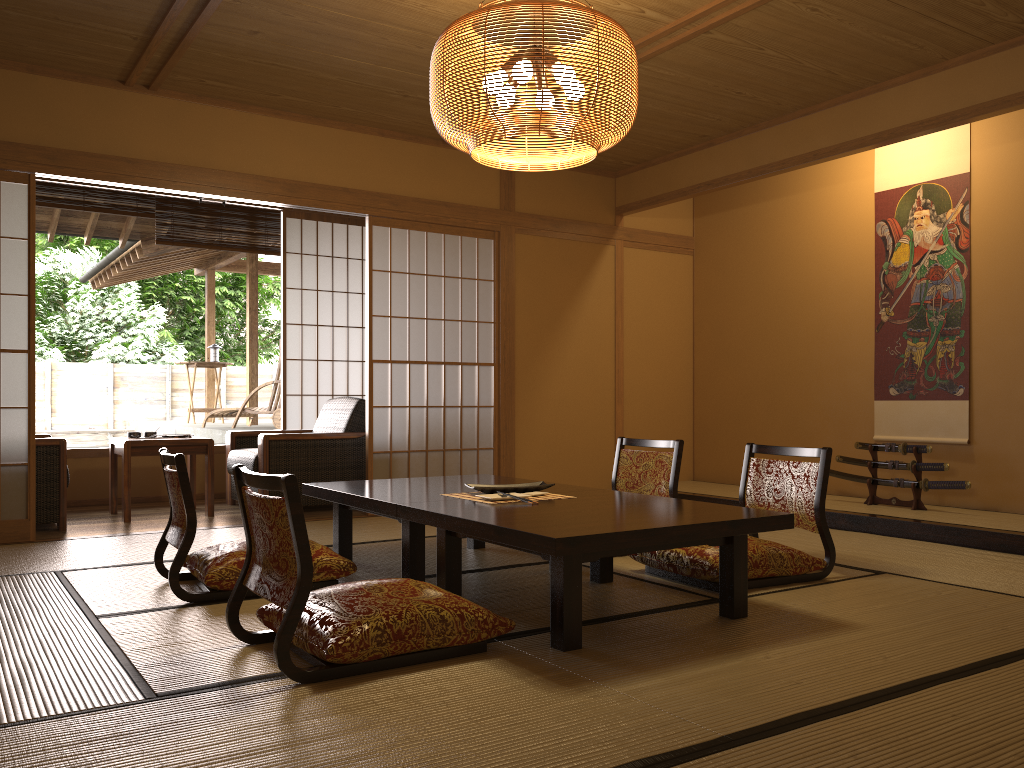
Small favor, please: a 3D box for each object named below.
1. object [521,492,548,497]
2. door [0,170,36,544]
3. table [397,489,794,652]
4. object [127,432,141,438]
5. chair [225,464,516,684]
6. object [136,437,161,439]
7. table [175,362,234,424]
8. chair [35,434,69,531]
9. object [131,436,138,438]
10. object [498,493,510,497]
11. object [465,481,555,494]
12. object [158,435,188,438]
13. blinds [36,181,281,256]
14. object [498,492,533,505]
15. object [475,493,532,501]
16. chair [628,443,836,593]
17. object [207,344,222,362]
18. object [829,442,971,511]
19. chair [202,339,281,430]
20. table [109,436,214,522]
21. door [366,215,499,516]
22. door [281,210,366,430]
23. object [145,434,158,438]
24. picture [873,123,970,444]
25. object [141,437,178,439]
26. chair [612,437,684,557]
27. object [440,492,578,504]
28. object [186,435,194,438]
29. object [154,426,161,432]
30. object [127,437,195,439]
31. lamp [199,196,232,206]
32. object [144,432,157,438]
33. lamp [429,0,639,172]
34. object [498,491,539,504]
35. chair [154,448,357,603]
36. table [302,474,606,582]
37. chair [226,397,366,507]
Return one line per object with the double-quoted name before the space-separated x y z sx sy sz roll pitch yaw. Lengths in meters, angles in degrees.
"object" 0.092 0.442 3.545 0.067 0.013 0.099 -1 -2 40
"door" -2.935 -0.146 4.414 0.992 1.934 0.040 0 0 -33
"table" 0.264 0.618 3.131 0.995 0.356 0.995 1 -1 -33
"object" -2.456 0.332 5.764 0.084 0.037 0.084 0 -1 -5
"chair" -0.439 0.513 2.641 0.699 0.546 0.582 1 -1 -34
"object" -2.295 0.346 5.689 0.230 0.007 0.006 1 -1 -44
"table" -3.708 0.110 10.704 0.669 0.731 0.669 0 -1 -30
"chair" -3.135 0.454 5.177 0.943 0.779 0.872 0 -1 -33
"object" -2.414 0.339 5.678 0.050 0.018 0.015 0 -1 9
"object" -0.030 0.430 3.405 0.050 0.018 0.015 1 -1 -36
"object" -0.009 0.429 3.649 0.349 0.039 0.129 0 -1 -20
"object" -2.214 0.344 5.848 0.181 0.015 0.131 0 -1 12
"blinds" -2.674 -1.341 6.647 1.932 0.594 0.048 1 0 -33
"object" 0.009 0.430 3.343 0.006 0.030 0.229 0 -1 -36
"object" -0.033 0.436 3.421 0.180 0.014 0.130 1 -1 -31
"chair" 0.932 0.536 3.750 0.687 0.546 0.582 0 -1 -29
"object" -3.617 -0.373 10.789 0.176 0.240 0.176 0 -1 25
"object" 2.317 0.553 5.439 0.104 0.398 1.021 0 -1 -33
"chair" -2.429 0.012 8.829 1.226 0.851 0.677 -1 -1 32
"table" -2.288 0.602 5.778 0.540 0.500 0.540 0 -1 -33
"door" -0.521 -0.113 5.996 0.992 1.934 0.040 0 0 -33
"door" -1.433 -0.454 7.388 0.992 1.873 0.040 0 0 -33
"object" -2.341 0.336 5.706 0.038 0.026 0.130 -1 -1 41
"picture" 2.568 -0.639 5.588 0.034 2.012 0.648 0 0 -32
"object" -2.261 0.346 5.692 0.230 0.007 0.006 1 -1 -38
"chair" 0.461 0.551 4.460 0.699 0.546 0.582 1 -1 -34
"object" -0.018 0.447 3.544 0.401 0.003 0.398 1 -1 -33
"object" -2.106 0.342 5.801 0.015 0.018 0.050 -1 -1 43
"object" -2.364 0.310 5.845 0.038 0.068 0.117 0 -1 22
"object" -2.286 0.351 5.778 0.401 0.003 0.300 1 -1 -33
"lamp" -1.981 -1.555 5.925 0.330 0.681 0.330 0 0 -33
"object" -2.373 0.333 5.821 0.084 0.037 0.084 1 -1 -41
"lamp" 0.084 -1.291 3.407 0.798 0.826 0.798 0 -1 -9
"object" 0.020 0.429 3.356 0.006 0.030 0.229 0 -1 -42
"chair" -1.040 0.532 3.547 0.687 0.546 0.582 0 -1 -29
"table" -0.283 0.635 3.962 0.995 0.356 0.995 1 -1 -33
"chair" -1.466 0.477 6.271 0.943 0.779 0.872 0 -1 -33
